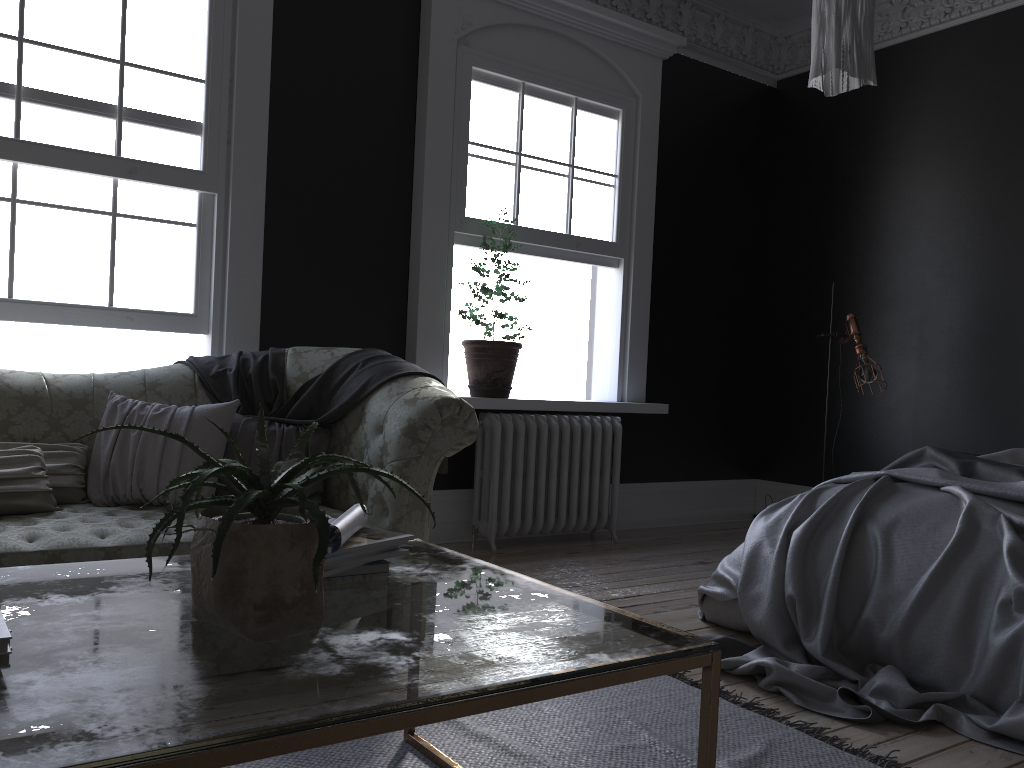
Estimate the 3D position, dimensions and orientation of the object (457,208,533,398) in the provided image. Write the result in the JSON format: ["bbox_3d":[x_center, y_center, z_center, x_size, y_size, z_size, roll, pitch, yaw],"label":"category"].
[{"bbox_3d":[-0.104,-0.483,5.397,0.474,1.134,0.505,3,1,5],"label":"object"}]

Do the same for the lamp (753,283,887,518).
[{"bbox_3d":[2.139,0.208,6.225,0.437,1.779,1.717,3,1,3],"label":"lamp"}]

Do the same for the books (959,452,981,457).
[{"bbox_3d":[2.615,0.432,5.264,0.275,0.045,0.346,3,0,-5],"label":"books"}]

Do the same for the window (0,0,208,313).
[{"bbox_3d":[-2.079,-1.190,4.161,1.263,1.672,0.056,2,1,-35],"label":"window"}]

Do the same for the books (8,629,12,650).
[{"bbox_3d":[-0.921,0.381,1.294,0.193,0.030,0.289,3,0,39],"label":"books"}]

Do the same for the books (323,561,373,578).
[{"bbox_3d":[-0.462,0.386,1.949,0.252,0.011,0.318,3,0,22],"label":"books"}]

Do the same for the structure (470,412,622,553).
[{"bbox_3d":[0.240,0.613,5.618,1.141,0.849,0.276,2,1,-35],"label":"structure"}]

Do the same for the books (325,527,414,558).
[{"bbox_3d":[-0.416,0.345,1.978,0.252,0.011,0.318,3,0,32],"label":"books"}]

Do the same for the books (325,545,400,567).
[{"bbox_3d":[-0.443,0.365,1.970,0.252,0.011,0.318,3,0,27],"label":"books"}]

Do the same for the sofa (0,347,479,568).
[{"bbox_3d":[-1.693,0.367,3.452,2.814,1.161,1.605,3,0,-34],"label":"sofa"}]

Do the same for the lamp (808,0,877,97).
[{"bbox_3d":[0.938,-1.827,2.401,0.783,2.049,0.782,3,1,9],"label":"lamp"}]

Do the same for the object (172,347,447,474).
[{"bbox_3d":[-0.950,0.114,4.082,1.367,0.585,0.517,3,1,14],"label":"object"}]

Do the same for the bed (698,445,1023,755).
[{"bbox_3d":[2.458,0.468,3.680,2.764,1.299,3.284,3,0,44],"label":"bed"}]

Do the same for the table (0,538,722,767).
[{"bbox_3d":[-0.548,0.692,1.596,1.449,0.558,1.092,3,0,-35],"label":"table"}]

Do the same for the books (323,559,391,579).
[{"bbox_3d":[-0.412,0.405,1.991,0.231,0.023,0.162,3,0,-34],"label":"books"}]

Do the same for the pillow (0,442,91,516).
[{"bbox_3d":[-2.044,0.263,3.117,1.106,0.416,0.528,3,0,-35],"label":"pillow"}]

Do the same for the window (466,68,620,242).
[{"bbox_3d":[0.207,-1.411,5.746,1.263,1.017,0.056,2,1,-35],"label":"window"}]

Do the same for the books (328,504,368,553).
[{"bbox_3d":[-0.476,0.330,1.925,0.273,0.109,0.322,3,0,0],"label":"books"}]

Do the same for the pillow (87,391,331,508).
[{"bbox_3d":[-1.237,0.279,3.708,0.964,0.462,0.404,3,1,-27],"label":"pillow"}]

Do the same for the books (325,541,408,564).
[{"bbox_3d":[-0.424,0.356,1.974,0.252,0.011,0.318,3,0,27],"label":"books"}]

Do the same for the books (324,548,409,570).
[{"bbox_3d":[-0.432,0.377,1.981,0.252,0.011,0.318,3,0,37],"label":"books"}]

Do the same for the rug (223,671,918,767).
[{"bbox_3d":[-0.436,0.964,1.505,3.646,0.050,2.104,3,0,-34],"label":"rug"}]

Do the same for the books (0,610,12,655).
[{"bbox_3d":[-0.885,0.356,1.238,0.307,0.024,0.220,3,0,-35],"label":"books"}]
